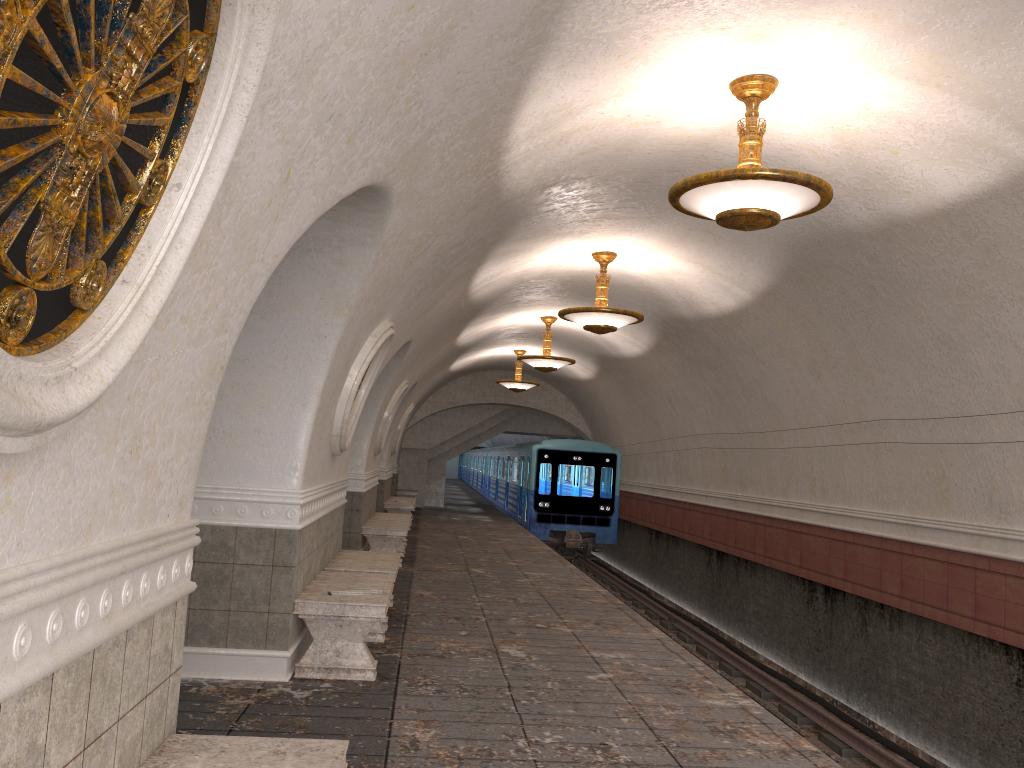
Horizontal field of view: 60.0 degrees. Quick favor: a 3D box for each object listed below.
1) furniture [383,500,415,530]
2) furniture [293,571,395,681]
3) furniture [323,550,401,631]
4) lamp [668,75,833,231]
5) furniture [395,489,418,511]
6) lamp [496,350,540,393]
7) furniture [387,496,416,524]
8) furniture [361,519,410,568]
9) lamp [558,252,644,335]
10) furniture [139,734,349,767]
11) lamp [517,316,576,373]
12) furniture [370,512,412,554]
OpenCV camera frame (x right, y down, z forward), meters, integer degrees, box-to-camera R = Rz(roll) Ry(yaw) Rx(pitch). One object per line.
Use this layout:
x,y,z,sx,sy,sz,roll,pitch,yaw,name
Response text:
-2.353,2.722,18.486,0.613,0.508,1.509,4,-5,-5,furniture
-1.225,1.760,6.595,0.613,0.508,1.509,4,-5,-5,furniture
-1.383,1.895,8.264,0.613,0.508,1.509,4,-5,-5,furniture
1.514,-1.440,5.636,1.008,0.955,1.008,6,-5,-21,lamp
-2.947,3.229,24.740,0.613,0.508,1.509,4,-5,-5,furniture
0.150,-0.276,20.012,1.008,0.955,1.008,-1,-7,41,lamp
-2.512,2.857,20.155,0.613,0.508,1.509,4,-5,-5,furniture
-1.792,2.243,12.570,0.613,0.508,1.509,4,-5,-5,furniture
1.060,-1.052,10.429,1.008,0.955,1.008,3,-5,11,lamp
-0.817,1.412,2.301,0.613,0.508,1.509,4,-5,-5,furniture
0.605,-0.664,15.220,1.008,0.955,1.008,3,-5,11,lamp
-1.950,2.379,14.238,0.613,0.508,1.509,4,-5,-5,furniture
